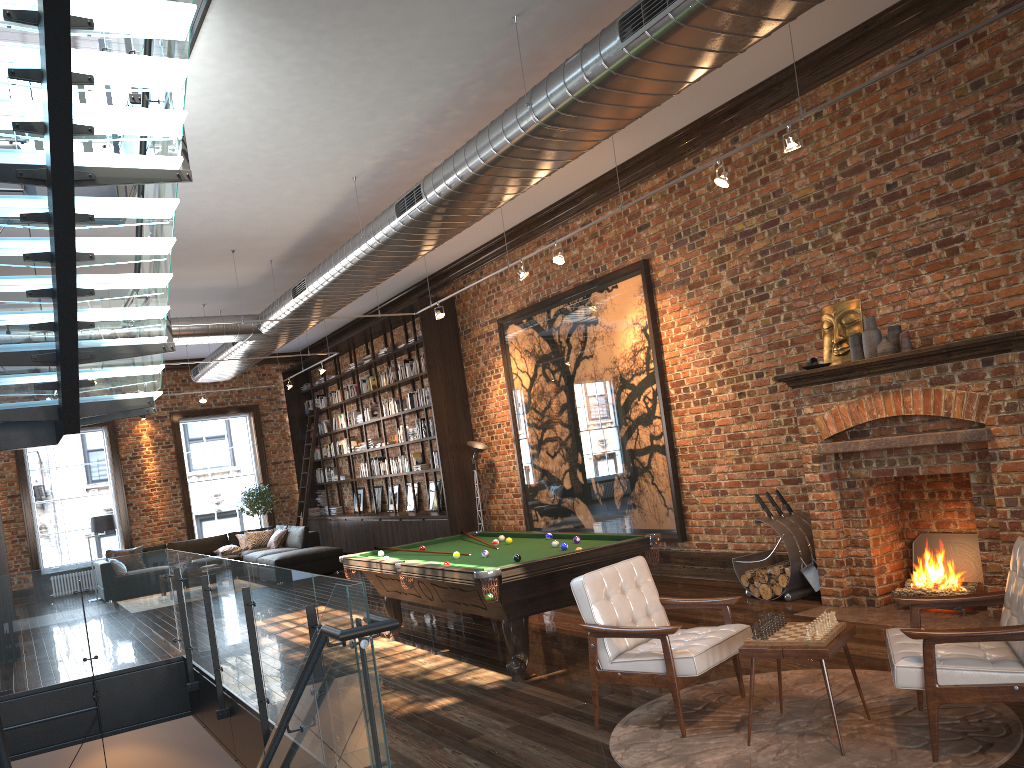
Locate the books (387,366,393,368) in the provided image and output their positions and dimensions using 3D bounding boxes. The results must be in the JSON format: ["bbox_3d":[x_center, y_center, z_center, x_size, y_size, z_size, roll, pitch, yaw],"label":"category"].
[{"bbox_3d":[-2.051,-0.143,15.299,0.182,0.329,0.008,-8,0,-30],"label":"books"}]

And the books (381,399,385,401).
[{"bbox_3d":[-2.262,0.440,15.822,0.142,0.324,0.116,-8,0,-30],"label":"books"}]

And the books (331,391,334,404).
[{"bbox_3d":[-3.570,0.288,17.965,0.162,0.297,0.029,-8,0,-30],"label":"books"}]

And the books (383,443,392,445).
[{"bbox_3d":[-2.177,1.062,15.752,0.159,0.009,0.287,-5,-5,-30],"label":"books"}]

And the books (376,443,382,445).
[{"bbox_3d":[-2.340,1.083,16.077,0.172,0.018,0.240,-6,-5,-26],"label":"books"}]

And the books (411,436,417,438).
[{"bbox_3d":[-1.579,0.881,14.772,0.160,0.012,0.316,-6,-5,-27],"label":"books"}]

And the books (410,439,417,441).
[{"bbox_3d":[-1.574,0.929,14.771,0.159,0.012,0.356,-5,-5,-34],"label":"books"}]

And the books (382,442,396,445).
[{"bbox_3d":[-2.180,1.053,15.750,0.160,0.009,0.256,-5,-5,-31],"label":"books"}]

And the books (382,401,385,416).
[{"bbox_3d":[-2.199,0.441,15.695,0.158,0.285,0.014,-8,0,-30],"label":"books"}]

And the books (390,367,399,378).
[{"bbox_3d":[-1.977,-0.147,15.170,0.187,0.297,0.015,-7,0,-30],"label":"books"}]

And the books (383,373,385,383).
[{"bbox_3d":[-2.154,-0.076,15.505,0.160,0.255,0.035,-7,0,-30],"label":"books"}]

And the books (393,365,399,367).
[{"bbox_3d":[-1.964,-0.159,15.201,0.133,0.322,0.009,-8,0,-30],"label":"books"}]

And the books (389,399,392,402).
[{"bbox_3d":[-2.051,0.403,15.467,0.153,0.284,0.015,-8,0,-30],"label":"books"}]

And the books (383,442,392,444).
[{"bbox_3d":[-2.179,1.044,15.752,0.159,0.009,0.287,-5,-5,-30],"label":"books"}]

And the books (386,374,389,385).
[{"bbox_3d":[-2.066,-0.075,15.313,0.187,0.201,0.021,-7,0,-30],"label":"books"}]

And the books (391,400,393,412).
[{"bbox_3d":[-2.008,0.400,15.368,0.155,0.265,0.014,-7,0,-30],"label":"books"}]

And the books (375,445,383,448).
[{"bbox_3d":[-2.343,1.125,16.073,0.203,0.035,0.268,-6,-5,-29],"label":"books"}]

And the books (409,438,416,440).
[{"bbox_3d":[-1.575,0.905,14.773,0.160,0.012,0.317,-5,-5,-33],"label":"books"}]

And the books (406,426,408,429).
[{"bbox_3d":[-1.709,0.836,15.011,0.128,0.270,0.034,-8,0,-30],"label":"books"}]

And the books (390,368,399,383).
[{"bbox_3d":[-1.975,-0.139,15.157,0.179,0.279,0.009,-7,0,-30],"label":"books"}]

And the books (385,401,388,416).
[{"bbox_3d":[-2.134,0.432,15.583,0.165,0.269,0.012,-7,0,-30],"label":"books"}]

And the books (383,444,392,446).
[{"bbox_3d":[-2.180,1.080,15.748,0.159,0.009,0.287,-6,-5,-27],"label":"books"}]

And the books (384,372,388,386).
[{"bbox_3d":[-2.127,-0.088,15.413,0.184,0.258,0.032,-7,0,-30],"label":"books"}]

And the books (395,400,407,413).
[{"bbox_3d":[-1.891,0.395,15.165,0.181,0.218,0.051,-7,0,-30],"label":"books"}]

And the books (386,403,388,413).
[{"bbox_3d":[-2.118,0.446,15.577,0.164,0.236,0.014,-7,0,-30],"label":"books"}]

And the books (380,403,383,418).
[{"bbox_3d":[-2.271,0.464,15.802,0.178,0.275,0.099,-7,0,-30],"label":"books"}]

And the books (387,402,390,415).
[{"bbox_3d":[-2.099,0.436,15.520,0.159,0.241,0.031,-7,0,-30],"label":"books"}]

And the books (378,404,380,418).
[{"bbox_3d":[-2.300,0.479,15.840,0.189,0.260,0.094,-7,0,-30],"label":"books"}]

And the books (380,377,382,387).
[{"bbox_3d":[-2.237,-0.029,15.627,0.182,0.206,0.053,-7,0,-30],"label":"books"}]

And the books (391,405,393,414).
[{"bbox_3d":[-2.013,0.423,15.380,0.158,0.222,0.013,-7,0,-30],"label":"books"}]

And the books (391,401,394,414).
[{"bbox_3d":[-1.981,0.405,15.313,0.185,0.238,0.035,-7,0,-30],"label":"books"}]

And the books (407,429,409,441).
[{"bbox_3d":[-1.718,0.858,14.965,0.183,0.221,0.033,-7,0,-30],"label":"books"}]

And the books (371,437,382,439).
[{"bbox_3d":[-2.489,0.994,16.278,0.258,0.005,0.142,-6,-5,-26],"label":"books"}]

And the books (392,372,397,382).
[{"bbox_3d":[-1.940,-0.110,15.112,0.187,0.208,0.052,-7,0,-30],"label":"books"}]

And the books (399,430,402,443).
[{"bbox_3d":[-1.843,0.895,15.208,0.186,0.219,0.016,-7,0,-30],"label":"books"}]

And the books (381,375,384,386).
[{"bbox_3d":[-2.197,-0.053,15.558,0.173,0.229,0.014,-7,0,-30],"label":"books"}]

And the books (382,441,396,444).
[{"bbox_3d":[-2.185,1.036,15.749,0.160,0.009,0.256,-6,-5,-28],"label":"books"}]

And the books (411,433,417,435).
[{"bbox_3d":[-1.577,0.832,14.775,0.160,0.012,0.312,-5,-5,-30],"label":"books"}]

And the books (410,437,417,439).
[{"bbox_3d":[-1.579,0.893,14.771,0.159,0.012,0.355,-6,-5,-26],"label":"books"}]

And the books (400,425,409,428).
[{"bbox_3d":[-1.827,0.854,15.202,0.153,0.295,0.016,-8,0,-30],"label":"books"}]

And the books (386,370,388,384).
[{"bbox_3d":[-2.094,-0.111,15.398,0.166,0.292,0.028,-8,0,-30],"label":"books"}]

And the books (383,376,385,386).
[{"bbox_3d":[-2.168,-0.057,15.534,0.162,0.226,0.033,-7,0,-30],"label":"books"}]

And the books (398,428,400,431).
[{"bbox_3d":[-1.859,0.878,15.244,0.173,0.264,0.026,-7,0,-30],"label":"books"}]

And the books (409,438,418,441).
[{"bbox_3d":[-1.574,0.917,14.772,0.159,0.012,0.355,-6,-5,-27],"label":"books"}]

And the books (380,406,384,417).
[{"bbox_3d":[-2.232,0.487,15.732,0.222,0.209,0.065,-7,-1,-30],"label":"books"}]

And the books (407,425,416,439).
[{"bbox_3d":[-1.679,0.829,14.951,0.137,0.267,0.034,-8,0,-30],"label":"books"}]

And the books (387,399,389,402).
[{"bbox_3d":[-2.109,0.413,15.565,0.137,0.296,0.024,-8,0,-30],"label":"books"}]

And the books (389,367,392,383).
[{"bbox_3d":[-2.010,-0.143,15.226,0.182,0.307,0.009,-7,0,-30],"label":"books"}]

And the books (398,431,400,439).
[{"bbox_3d":[-1.848,0.902,15.218,0.187,0.210,0.007,-7,0,-30],"label":"books"}]

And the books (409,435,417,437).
[{"bbox_3d":[-1.578,0.856,14.773,0.159,0.012,0.353,-5,-5,-32],"label":"books"}]

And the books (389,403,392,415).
[{"bbox_3d":[-2.033,0.433,15.389,0.180,0.209,0.024,-7,0,-30],"label":"books"}]

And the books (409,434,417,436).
[{"bbox_3d":[-1.585,0.845,14.770,0.160,0.012,0.318,-5,-5,-34],"label":"books"}]

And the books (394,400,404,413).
[{"bbox_3d":[-1.914,0.391,15.185,0.170,0.238,0.058,-7,0,-30],"label":"books"}]

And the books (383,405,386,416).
[{"bbox_3d":[-2.164,0.470,15.622,0.180,0.208,0.030,-7,0,-30],"label":"books"}]

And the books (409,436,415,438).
[{"bbox_3d":[-1.577,0.868,14.774,0.160,0.012,0.314,-6,-5,-28],"label":"books"}]

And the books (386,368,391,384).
[{"bbox_3d":[-2.056,-0.129,15.280,0.182,0.299,0.018,-7,0,-30],"label":"books"}]

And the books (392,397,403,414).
[{"bbox_3d":[-1.959,0.374,15.251,0.182,0.285,0.034,-7,0,-30],"label":"books"}]
